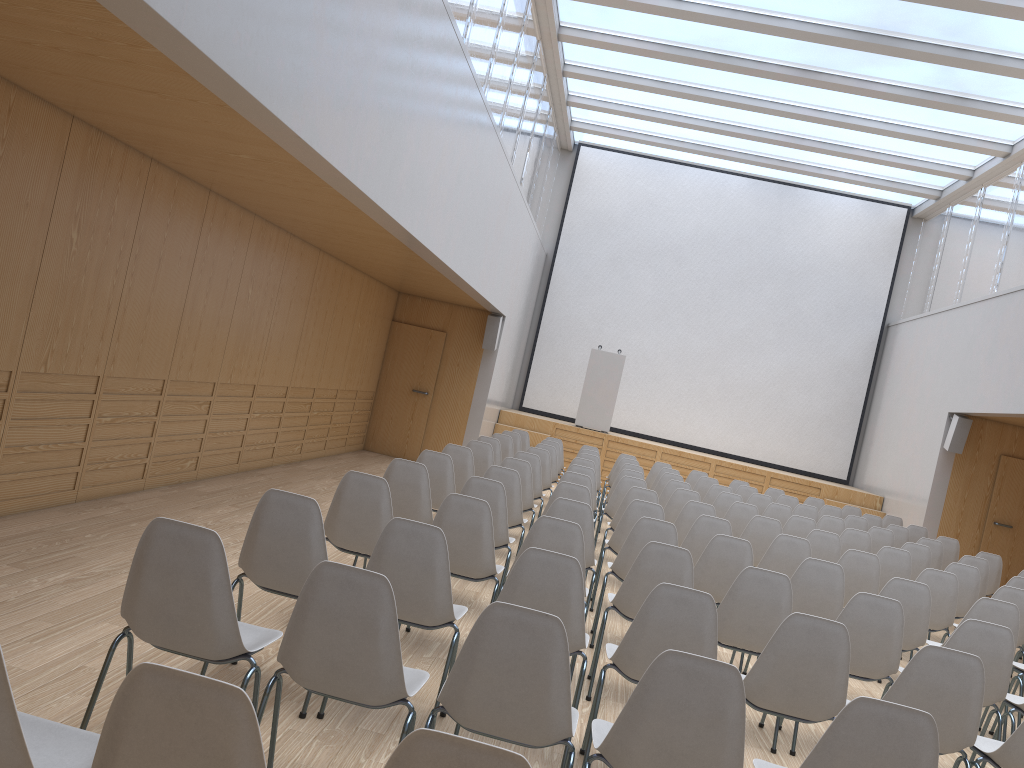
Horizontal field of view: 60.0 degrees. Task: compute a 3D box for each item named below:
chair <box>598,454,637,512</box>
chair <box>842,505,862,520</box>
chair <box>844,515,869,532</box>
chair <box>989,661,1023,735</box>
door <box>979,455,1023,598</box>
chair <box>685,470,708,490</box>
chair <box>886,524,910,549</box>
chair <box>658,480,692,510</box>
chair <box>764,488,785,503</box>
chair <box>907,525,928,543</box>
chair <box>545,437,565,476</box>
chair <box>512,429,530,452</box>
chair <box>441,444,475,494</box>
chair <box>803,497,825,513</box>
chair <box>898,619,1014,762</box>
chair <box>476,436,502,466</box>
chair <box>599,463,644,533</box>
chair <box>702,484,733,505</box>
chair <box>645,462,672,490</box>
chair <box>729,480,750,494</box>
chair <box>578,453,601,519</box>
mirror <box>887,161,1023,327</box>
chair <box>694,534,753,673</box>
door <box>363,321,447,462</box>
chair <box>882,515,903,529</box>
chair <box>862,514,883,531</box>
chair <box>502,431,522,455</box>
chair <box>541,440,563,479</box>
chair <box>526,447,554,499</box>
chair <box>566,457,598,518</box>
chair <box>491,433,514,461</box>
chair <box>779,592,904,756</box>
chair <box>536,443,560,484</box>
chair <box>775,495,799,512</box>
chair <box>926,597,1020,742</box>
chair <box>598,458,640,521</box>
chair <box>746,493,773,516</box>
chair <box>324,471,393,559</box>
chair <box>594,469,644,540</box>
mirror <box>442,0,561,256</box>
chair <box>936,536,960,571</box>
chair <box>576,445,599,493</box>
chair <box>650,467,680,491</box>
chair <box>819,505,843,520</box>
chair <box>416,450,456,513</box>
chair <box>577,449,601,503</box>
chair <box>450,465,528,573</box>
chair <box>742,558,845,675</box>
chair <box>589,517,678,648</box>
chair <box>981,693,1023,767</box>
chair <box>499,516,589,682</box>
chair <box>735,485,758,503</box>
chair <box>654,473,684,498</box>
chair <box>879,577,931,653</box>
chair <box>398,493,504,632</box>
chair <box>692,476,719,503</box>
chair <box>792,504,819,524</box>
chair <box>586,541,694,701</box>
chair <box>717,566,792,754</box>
[{"bbox_3d":[1.562,1.424,12.648,0.479,0.876,0.505,13,0,6],"label":"chair"},{"bbox_3d":[4.582,2.102,12.338,0.479,0.876,0.505,13,0,6],"label":"chair"},{"bbox_3d":[3.883,1.947,10.376,0.479,0.876,0.505,13,0,6],"label":"chair"},{"bbox_3d":[3.314,1.823,5.410,0.479,0.876,0.505,13,0,6],"label":"chair"},{"bbox_3d":[7.165,2.094,12.544,0.873,2.024,0.108,13,0,6],"label":"door"},{"bbox_3d":[2.535,1.642,12.519,0.479,0.876,0.505,13,0,6],"label":"chair"},{"bbox_3d":[4.345,2.051,10.353,0.479,0.876,0.505,13,0,6],"label":"chair"},{"bbox_3d":[1.706,1.459,9.594,0.479,0.876,0.505,13,0,6],"label":"chair"},{"bbox_3d":[3.571,1.875,12.442,0.479,0.876,0.505,13,0,6],"label":"chair"},{"bbox_3d":[4.963,2.189,11.221,0.479,0.876,0.505,13,0,6],"label":"chair"},{"bbox_3d":[0.528,1.192,12.681,0.479,0.876,0.505,13,0,6],"label":"chair"},{"bbox_3d":[0.058,1.086,12.816,0.479,0.876,0.505,13,0,6],"label":"chair"},{"bbox_3d":[-0.519,0.960,7.850,0.479,0.876,0.505,13,0,6],"label":"chair"},{"bbox_3d":[4.090,1.992,12.365,0.479,0.876,0.505,13,0,6],"label":"chair"},{"bbox_3d":[2.223,1.579,4.506,0.479,0.876,0.505,13,0,6],"label":"chair"},{"bbox_3d":[-0.310,1.006,9.798,0.479,0.876,0.505,13,0,6],"label":"chair"},{"bbox_3d":[1.361,1.380,10.638,0.479,0.876,0.505,13,0,6],"label":"chair"},{"bbox_3d":[2.358,1.604,10.465,0.479,0.876,0.505,13,0,6],"label":"chair"},{"bbox_3d":[2.049,1.533,12.622,0.479,0.876,0.505,13,0,6],"label":"chair"},{"bbox_3d":[3.084,1.766,12.437,0.479,0.876,0.505,13,0,6],"label":"chair"},{"bbox_3d":[0.853,1.266,10.743,0.479,0.876,0.505,13,0,6],"label":"chair"},{"bbox_3d":[6.418,-2.270,7.695,0.253,2.090,17.828,13,0,6],"label":"mirror"},{"bbox_3d":[1.285,1.367,5.665,0.479,0.876,0.505,13,0,6],"label":"chair"},{"bbox_3d":[-1.647,0.114,13.528,0.873,2.024,0.108,13,0,6],"label":"door"},{"bbox_3d":[5.107,2.220,12.252,0.479,0.876,0.505,13,0,6],"label":"chair"},{"bbox_3d":[4.447,2.073,11.338,0.479,0.876,0.505,13,0,6],"label":"chair"},{"bbox_3d":[-0.071,1.058,11.852,0.479,0.876,0.505,13,0,6],"label":"chair"},{"bbox_3d":[0.439,1.172,11.767,0.479,0.876,0.505,13,0,6],"label":"chair"},{"bbox_3d":[0.225,1.126,9.797,0.479,0.876,0.505,13,0,6],"label":"chair"},{"bbox_3d":[0.708,1.234,9.725,0.479,0.876,0.505,13,0,6],"label":"chair"},{"bbox_3d":[-0.175,1.035,10.848,0.479,0.876,0.505,13,0,6],"label":"chair"},{"bbox_3d":[1.728,1.467,4.581,0.479,0.876,0.505,13,0,6],"label":"chair"},{"bbox_3d":[0.343,1.151,10.731,0.479,0.876,0.505,13,0,6],"label":"chair"},{"bbox_3d":[3.435,1.845,11.432,0.479,0.876,0.505,13,0,6],"label":"chair"},{"bbox_3d":[2.811,1.710,5.484,0.479,0.876,0.505,13,0,6],"label":"chair"},{"bbox_3d":[1.459,1.401,11.672,0.479,0.876,0.505,13,0,6],"label":"chair"},{"bbox_3d":[2.832,1.711,10.512,0.479,0.876,0.505,13,0,6],"label":"chair"},{"bbox_3d":[-0.814,0.896,4.824,0.479,0.876,0.505,13,0,6],"label":"chair"},{"bbox_3d":[1.213,1.348,9.628,0.479,0.876,0.505,13,0,6],"label":"chair"},{"bbox_3d":[-0.169,-3.750,8.432,0.253,2.090,17.828,13,0,6],"label":"mirror"},{"bbox_3d":[4.869,2.168,10.266,0.479,0.876,0.505,13,0,6],"label":"chair"},{"bbox_3d":[1.034,1.305,12.666,0.479,0.876,0.505,13,0,6],"label":"chair"},{"bbox_3d":[1.961,1.514,11.556,0.479,0.876,0.505,13,0,6],"label":"chair"},{"bbox_3d":[3.947,1.960,11.334,0.479,0.876,0.505,13,0,6],"label":"chair"},{"bbox_3d":[-0.623,0.938,6.836,0.479,0.876,0.505,13,0,6],"label":"chair"},{"bbox_3d":[0.947,1.286,11.670,0.479,0.876,0.505,13,0,6],"label":"chair"},{"bbox_3d":[-0.123,1.050,6.800,0.479,0.876,0.505,13,0,6],"label":"chair"},{"bbox_3d":[1.783,1.479,5.499,0.479,0.876,0.505,13,0,6],"label":"chair"},{"bbox_3d":[0.829,1.265,5.688,0.479,0.876,0.505,13,0,6],"label":"chair"},{"bbox_3d":[2.733,1.693,4.469,0.479,0.876,0.505,13,0,6],"label":"chair"},{"bbox_3d":[0.178,1.119,4.754,0.479,0.876,0.505,13,0,6],"label":"chair"},{"bbox_3d":[2.945,1.735,11.515,0.479,0.876,0.505,13,0,6],"label":"chair"},{"bbox_3d":[1.823,1.484,10.607,0.479,0.876,0.505,13,0,6],"label":"chair"},{"bbox_3d":[2.287,1.592,5.484,0.479,0.876,0.505,13,0,6],"label":"chair"},{"bbox_3d":[-0.290,1.014,4.835,0.479,0.876,0.505,13,0,6],"label":"chair"},{"bbox_3d":[2.451,1.624,11.542,0.479,0.876,0.505,13,0,6],"label":"chair"},{"bbox_3d":[3.322,1.821,10.398,0.479,0.876,0.505,13,0,6],"label":"chair"},{"bbox_3d":[0.726,1.242,4.711,0.479,0.876,0.505,13,0,6],"label":"chair"},{"bbox_3d":[1.188,1.346,4.601,0.479,0.876,0.505,13,0,6],"label":"chair"}]
